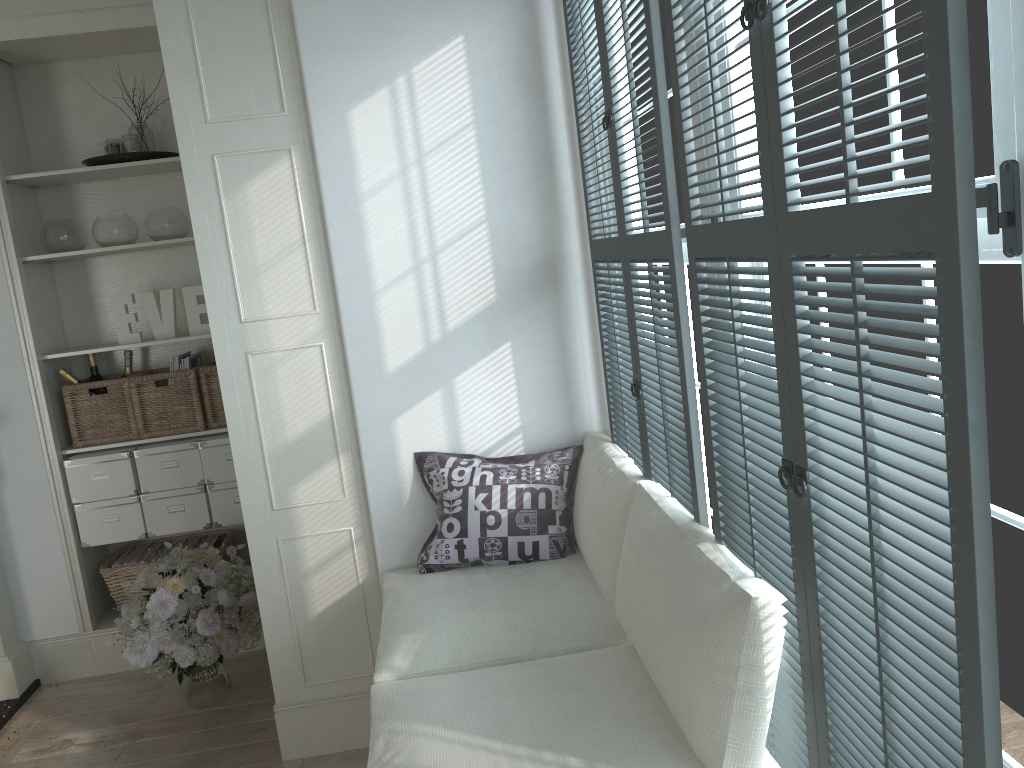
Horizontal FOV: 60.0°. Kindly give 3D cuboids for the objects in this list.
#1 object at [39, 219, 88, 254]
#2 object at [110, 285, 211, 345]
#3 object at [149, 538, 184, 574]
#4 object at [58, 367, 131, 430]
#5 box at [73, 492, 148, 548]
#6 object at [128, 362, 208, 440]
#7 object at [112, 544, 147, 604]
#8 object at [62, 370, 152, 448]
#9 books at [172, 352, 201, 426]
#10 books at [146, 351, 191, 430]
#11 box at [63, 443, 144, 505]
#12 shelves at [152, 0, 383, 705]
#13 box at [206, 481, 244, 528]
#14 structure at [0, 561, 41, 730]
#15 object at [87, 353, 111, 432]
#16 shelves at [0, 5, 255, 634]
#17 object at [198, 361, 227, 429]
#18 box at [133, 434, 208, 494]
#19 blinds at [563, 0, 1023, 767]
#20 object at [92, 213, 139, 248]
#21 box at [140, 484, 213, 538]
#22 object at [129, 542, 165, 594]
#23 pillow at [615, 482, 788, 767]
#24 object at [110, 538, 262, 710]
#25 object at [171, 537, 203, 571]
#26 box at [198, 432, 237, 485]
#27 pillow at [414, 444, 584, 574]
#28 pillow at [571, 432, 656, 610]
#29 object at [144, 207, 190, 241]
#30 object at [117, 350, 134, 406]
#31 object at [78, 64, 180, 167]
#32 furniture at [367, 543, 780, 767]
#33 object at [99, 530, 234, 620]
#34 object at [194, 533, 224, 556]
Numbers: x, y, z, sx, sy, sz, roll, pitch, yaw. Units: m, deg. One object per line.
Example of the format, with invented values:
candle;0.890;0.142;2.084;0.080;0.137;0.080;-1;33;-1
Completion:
object;-1.899;-0.621;3.754;0.185;0.140;0.185;-5;9;14
object;-1.503;-0.299;3.815;0.393;0.207;0.039;-8;8;-5
object;-1.535;0.855;3.996;0.088;0.238;0.274;-8;8;-5
object;-1.777;0.071;3.830;0.284;0.332;0.095;-11;9;-26
box;-1.708;0.553;3.918;0.270;0.191;0.400;-8;8;-5
object;-1.481;0.069;3.901;0.276;0.270;0.275;-8;8;-5
object;-1.689;0.875;3.990;0.088;0.238;0.274;-8;8;-5
object;-1.759;0.105;3.896;0.276;0.270;0.275;-8;8;-5
books;-1.473;0.035;3.896;0.205;0.306;0.221;-8;8;-5
books;-1.514;0.030;3.891;0.205;0.306;0.221;-8;8;-5
box;-1.737;0.366;3.890;0.270;0.191;0.400;-8;8;-5
shelves;-0.790;-0.253;3.247;0.399;2.523;0.972;-8;8;-5
box;-1.171;0.477;3.973;0.270;0.191;0.400;-8;8;-5
structure;-2.767;0.803;3.686;1.432;1.191;1.026;-8;8;-5
object;-1.838;0.034;3.943;0.095;0.377;0.095;-2;10;31
shelves;-1.541;-0.248;3.858;0.992;2.523;0.399;-8;8;-5
object;-1.208;0.026;3.955;0.276;0.270;0.275;-8;8;-5
box;-1.462;0.326;3.927;0.270;0.191;0.400;-8;8;-5
blinds;0.435;-0.258;1.237;0.141;2.238;3.076;-8;8;-5
object;-1.687;-0.651;3.773;0.185;0.140;0.185;-5;9;14
box;-1.444;0.515;3.950;0.270;0.191;0.400;-8;8;-5
object;-1.616;0.866;3.989;0.088;0.238;0.274;-8;8;-5
pillow;0.359;0.473;1.852;0.193;0.360;0.787;-8;8;-5
object;-1.225;0.922;3.435;0.544;0.643;0.570;-9;9;-14
object;-1.450;0.843;4.004;0.088;0.238;0.274;-8;8;-5
box;-1.195;0.291;3.938;0.270;0.191;0.400;-8;8;-5
pillow;-0.035;0.397;2.764;0.550;0.398;0.229;-6;8;7
pillow;0.287;0.379;2.574;0.187;0.360;0.695;-8;8;-5
object;-1.474;-0.680;3.792;0.185;0.140;0.185;-5;9;14
object;-1.723;0.032;3.956;0.127;0.361;0.094;-8;8;-5
object;-1.616;-1.161;3.728;0.457;0.485;0.399;-1;10;35
furniture;0.158;0.942;1.386;0.837;0.459;3.150;-8;8;-5
object;-1.528;0.865;4.000;0.554;0.263;0.408;-8;8;-4
object;-1.369;0.832;4.011;0.088;0.238;0.274;-8;8;-5
